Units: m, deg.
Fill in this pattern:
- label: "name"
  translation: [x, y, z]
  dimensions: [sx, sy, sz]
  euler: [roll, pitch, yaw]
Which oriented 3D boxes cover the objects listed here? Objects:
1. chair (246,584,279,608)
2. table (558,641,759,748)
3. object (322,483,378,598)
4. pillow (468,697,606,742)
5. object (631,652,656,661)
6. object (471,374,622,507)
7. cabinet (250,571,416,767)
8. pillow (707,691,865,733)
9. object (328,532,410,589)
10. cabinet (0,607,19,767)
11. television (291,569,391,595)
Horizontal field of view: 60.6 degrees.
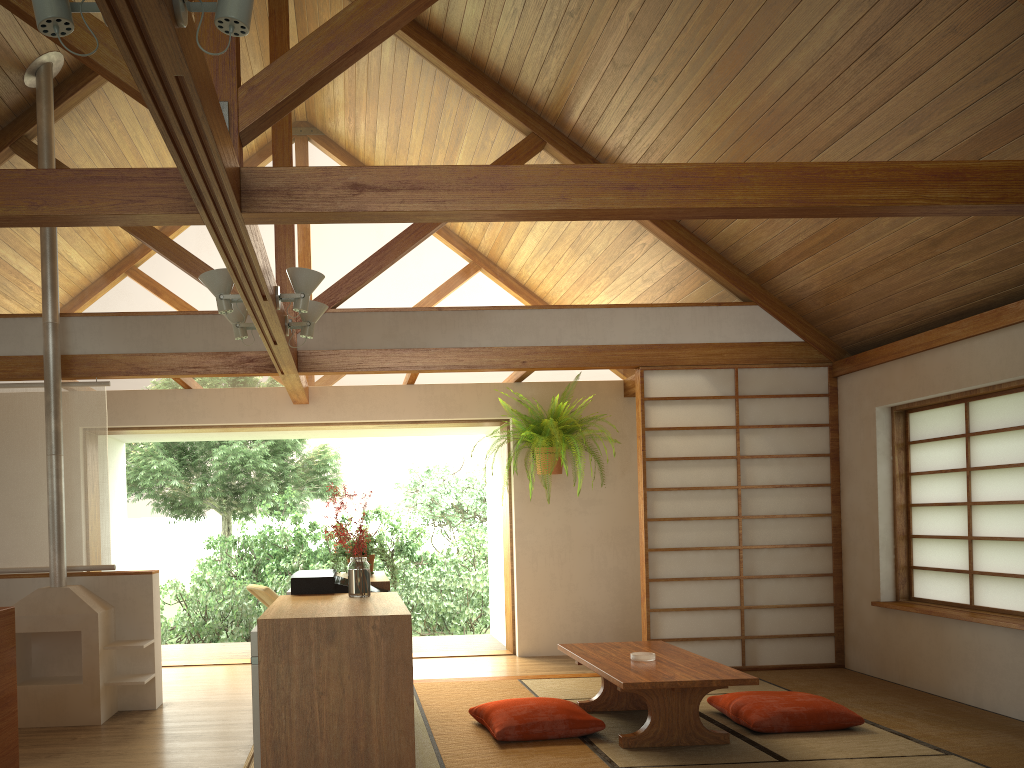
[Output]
- label: "chair"
  translation: [-1.733, 2.096, 7.910]
  dimensions: [1.166, 0.625, 0.856]
  euler: [2, -7, -31]
- label: "table"
  translation: [0.671, 1.548, 4.393]
  dimensions: [0.592, 0.334, 1.233]
  euler: [-1, -8, -9]
- label: "object"
  translation: [-0.698, 0.663, 3.732]
  dimensions: [0.238, 0.498, 0.226]
  euler: [-2, -1, 0]
- label: "pillow"
  translation: [0.113, 1.660, 4.391]
  dimensions: [0.543, 0.148, 0.582]
  euler: [0, -8, -13]
- label: "object"
  translation: [0.655, 1.361, 4.371]
  dimensions: [0.112, 0.030, 0.128]
  euler: [4, -10, -33]
- label: "object"
  translation: [0.349, 0.475, 7.013]
  dimensions: [1.243, 1.123, 1.092]
  euler: [-1, -4, -13]
- label: "cabinet"
  translation: [-0.855, 1.375, 4.322]
  dimensions: [0.548, 0.732, 2.718]
  euler: [-1, -8, -10]
- label: "pillow"
  translation: [1.356, 1.642, 4.434]
  dimensions: [0.549, 0.131, 0.576]
  euler: [0, -8, -8]
- label: "object"
  translation: [-0.965, 1.093, 5.359]
  dimensions: [0.533, 0.374, 0.537]
  euler: [-7, -8, 44]
- label: "cabinet"
  translation: [-3.158, 1.239, 2.813]
  dimensions: [2.759, 0.878, 0.852]
  euler: [-1, -4, -3]
- label: "television"
  translation: [-0.829, 1.200, 4.323]
  dimensions: [0.484, 0.536, 0.655]
  euler: [-1, -5, -8]
